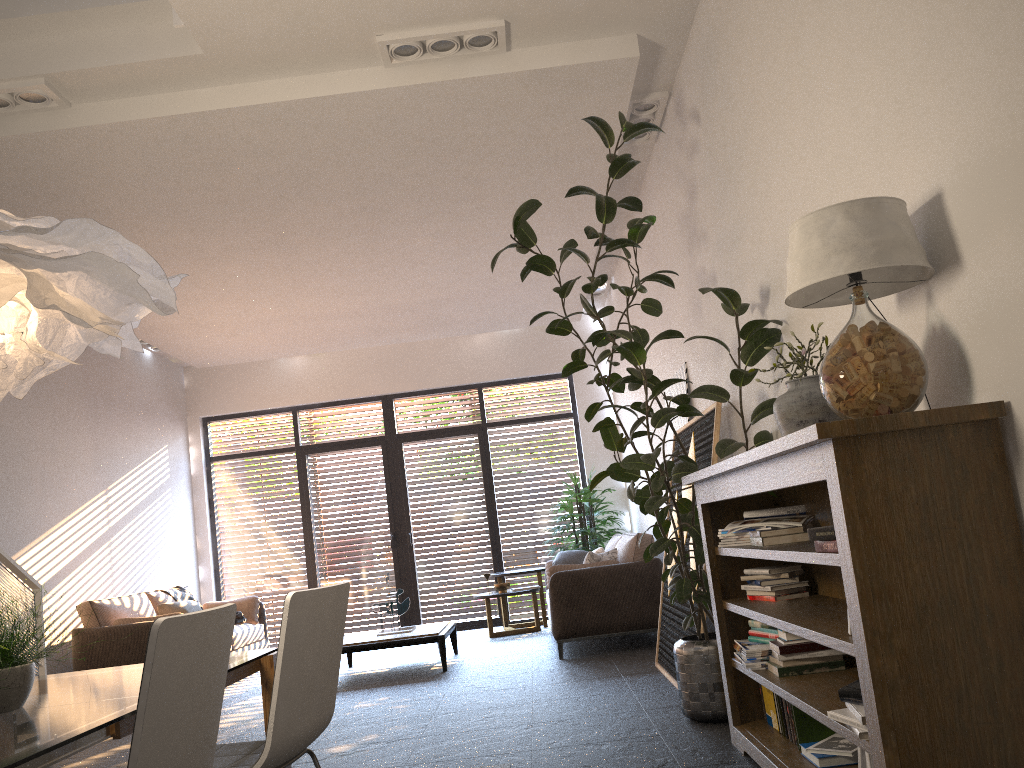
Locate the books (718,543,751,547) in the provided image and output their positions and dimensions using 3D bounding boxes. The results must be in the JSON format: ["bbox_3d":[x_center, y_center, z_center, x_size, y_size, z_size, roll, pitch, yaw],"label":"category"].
[{"bbox_3d":[1.053,0.650,3.662,0.252,0.011,0.321,-2,-11,-26],"label":"books"}]

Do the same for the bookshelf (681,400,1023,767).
[{"bbox_3d":[1.041,0.805,2.993,0.451,1.163,1.933,-7,-9,0],"label":"bookshelf"}]

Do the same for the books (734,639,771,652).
[{"bbox_3d":[1.032,1.046,3.583,0.219,0.013,0.307,-8,-10,5],"label":"books"}]

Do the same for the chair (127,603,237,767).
[{"bbox_3d":[-0.874,0.956,1.800,0.601,0.913,0.478,-7,-8,1],"label":"chair"}]

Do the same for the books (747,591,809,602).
[{"bbox_3d":[1.100,0.875,3.663,0.158,0.021,0.226,-4,-10,-15],"label":"books"}]

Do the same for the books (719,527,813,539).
[{"bbox_3d":[1.055,0.621,3.685,0.252,0.011,0.321,-4,-10,-18],"label":"books"}]

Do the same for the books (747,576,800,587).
[{"bbox_3d":[1.083,0.816,3.684,0.162,0.022,0.233,-7,-10,1],"label":"books"}]

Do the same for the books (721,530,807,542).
[{"bbox_3d":[1.065,0.623,3.641,0.252,0.011,0.321,-1,-12,-33],"label":"books"}]

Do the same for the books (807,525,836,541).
[{"bbox_3d":[-1.110,-3.012,0.861,0.362,6.663,5.397,-13,-10,40],"label":"books"}]

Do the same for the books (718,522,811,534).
[{"bbox_3d":[1.061,0.600,3.689,0.252,0.011,0.321,-2,-11,-28],"label":"books"}]

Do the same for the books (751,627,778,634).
[{"bbox_3d":[1.108,0.979,3.570,0.192,0.014,0.257,-5,-10,-11],"label":"books"}]

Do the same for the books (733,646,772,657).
[{"bbox_3d":[1.029,1.070,3.583,0.218,0.007,0.307,-8,-10,4],"label":"books"}]

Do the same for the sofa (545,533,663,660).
[{"bbox_3d":[0.804,1.877,8.192,0.993,0.913,2.339,-7,-10,0],"label":"sofa"}]

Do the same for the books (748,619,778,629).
[{"bbox_3d":[1.107,0.959,3.574,0.193,0.028,0.248,-3,-10,-19],"label":"books"}]

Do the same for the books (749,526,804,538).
[{"bbox_3d":[1.031,0.578,3.461,0.166,0.023,0.229,-8,-10,4],"label":"books"}]

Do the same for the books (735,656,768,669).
[{"bbox_3d":[1.035,1.115,3.586,0.218,0.007,0.307,-8,-10,5],"label":"books"}]

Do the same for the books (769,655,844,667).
[{"bbox_3d":[1.103,1.027,3.329,0.227,0.023,0.168,-7,-10,-2],"label":"books"}]

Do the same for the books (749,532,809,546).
[{"bbox_3d":[1.039,0.604,3.449,0.179,0.033,0.245,-8,-10,3],"label":"books"}]

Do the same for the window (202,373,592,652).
[{"bbox_3d":[-1.357,1.555,10.801,4.942,3.008,0.462,-7,-7,0],"label":"window"}]

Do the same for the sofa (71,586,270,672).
[{"bbox_3d":[-3.078,2.356,8.223,0.993,0.913,2.339,-7,-10,0],"label":"sofa"}]

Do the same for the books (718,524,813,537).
[{"bbox_3d":[1.055,0.608,3.670,0.252,0.011,0.321,-2,-11,-28],"label":"books"}]

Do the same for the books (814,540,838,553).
[{"bbox_3d":[0.975,0.416,2.347,0.230,0.034,0.288,-6,-10,-7],"label":"books"}]

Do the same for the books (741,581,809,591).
[{"bbox_3d":[1.088,0.836,3.674,0.174,0.019,0.246,-4,-10,-15],"label":"books"}]

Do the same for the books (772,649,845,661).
[{"bbox_3d":[1.109,1.001,3.320,0.243,0.023,0.176,-8,-10,7],"label":"books"}]

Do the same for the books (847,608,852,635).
[{"bbox_3d":[0.978,0.584,2.399,0.135,0.181,0.078,-7,-7,0],"label":"books"}]

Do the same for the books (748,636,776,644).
[{"bbox_3d":[1.096,1.024,3.570,0.175,0.023,0.251,-4,-10,-19],"label":"books"}]

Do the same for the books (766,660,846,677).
[{"bbox_3d":[1.098,1.055,3.319,0.243,0.033,0.181,-7,-10,2],"label":"books"}]

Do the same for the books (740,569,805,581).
[{"bbox_3d":[1.080,0.793,3.680,0.222,0.023,0.147,-16,-13,41],"label":"books"}]

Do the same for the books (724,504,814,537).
[{"bbox_3d":[1.067,0.563,3.621,0.324,0.108,0.273,-14,-12,35],"label":"books"}]

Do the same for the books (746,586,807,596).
[{"bbox_3d":[1.091,0.855,3.666,0.155,0.022,0.207,-3,-10,-19],"label":"books"}]

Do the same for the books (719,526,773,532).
[{"bbox_3d":[1.061,0.590,3.699,0.252,0.011,0.321,-3,-11,-23],"label":"books"}]

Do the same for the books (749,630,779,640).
[{"bbox_3d":[1.094,1.001,3.573,0.175,0.023,0.251,-4,-10,-14],"label":"books"}]

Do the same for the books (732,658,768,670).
[{"bbox_3d":[1.035,1.122,3.584,0.218,0.008,0.307,-7,-10,0],"label":"books"}]

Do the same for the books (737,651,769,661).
[{"bbox_3d":[1.036,1.081,3.580,0.218,0.006,0.307,-8,-10,5],"label":"books"}]

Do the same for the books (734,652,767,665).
[{"bbox_3d":[1.032,1.100,3.588,0.219,0.013,0.307,-8,-10,5],"label":"books"}]

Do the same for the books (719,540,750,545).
[{"bbox_3d":[1.058,0.637,3.655,0.252,0.011,0.321,-1,-11,-30],"label":"books"}]

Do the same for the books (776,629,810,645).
[{"bbox_3d":[1.107,0.927,3.331,0.217,0.068,0.159,-9,-10,10],"label":"books"}]

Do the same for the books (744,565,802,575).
[{"bbox_3d":[1.081,0.771,3.676,0.155,0.020,0.207,-4,-10,-15],"label":"books"}]

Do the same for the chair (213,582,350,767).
[{"bbox_3d":[-0.764,1.070,2.530,0.602,0.913,0.478,-8,-8,10],"label":"chair"}]

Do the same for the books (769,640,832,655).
[{"bbox_3d":[1.095,0.976,3.319,0.225,0.029,0.180,-8,-10,3],"label":"books"}]

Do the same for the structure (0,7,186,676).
[{"bbox_3d":[-2.219,-2.662,1.622,4.234,8.252,8.523,-7,-8,0],"label":"structure"}]
